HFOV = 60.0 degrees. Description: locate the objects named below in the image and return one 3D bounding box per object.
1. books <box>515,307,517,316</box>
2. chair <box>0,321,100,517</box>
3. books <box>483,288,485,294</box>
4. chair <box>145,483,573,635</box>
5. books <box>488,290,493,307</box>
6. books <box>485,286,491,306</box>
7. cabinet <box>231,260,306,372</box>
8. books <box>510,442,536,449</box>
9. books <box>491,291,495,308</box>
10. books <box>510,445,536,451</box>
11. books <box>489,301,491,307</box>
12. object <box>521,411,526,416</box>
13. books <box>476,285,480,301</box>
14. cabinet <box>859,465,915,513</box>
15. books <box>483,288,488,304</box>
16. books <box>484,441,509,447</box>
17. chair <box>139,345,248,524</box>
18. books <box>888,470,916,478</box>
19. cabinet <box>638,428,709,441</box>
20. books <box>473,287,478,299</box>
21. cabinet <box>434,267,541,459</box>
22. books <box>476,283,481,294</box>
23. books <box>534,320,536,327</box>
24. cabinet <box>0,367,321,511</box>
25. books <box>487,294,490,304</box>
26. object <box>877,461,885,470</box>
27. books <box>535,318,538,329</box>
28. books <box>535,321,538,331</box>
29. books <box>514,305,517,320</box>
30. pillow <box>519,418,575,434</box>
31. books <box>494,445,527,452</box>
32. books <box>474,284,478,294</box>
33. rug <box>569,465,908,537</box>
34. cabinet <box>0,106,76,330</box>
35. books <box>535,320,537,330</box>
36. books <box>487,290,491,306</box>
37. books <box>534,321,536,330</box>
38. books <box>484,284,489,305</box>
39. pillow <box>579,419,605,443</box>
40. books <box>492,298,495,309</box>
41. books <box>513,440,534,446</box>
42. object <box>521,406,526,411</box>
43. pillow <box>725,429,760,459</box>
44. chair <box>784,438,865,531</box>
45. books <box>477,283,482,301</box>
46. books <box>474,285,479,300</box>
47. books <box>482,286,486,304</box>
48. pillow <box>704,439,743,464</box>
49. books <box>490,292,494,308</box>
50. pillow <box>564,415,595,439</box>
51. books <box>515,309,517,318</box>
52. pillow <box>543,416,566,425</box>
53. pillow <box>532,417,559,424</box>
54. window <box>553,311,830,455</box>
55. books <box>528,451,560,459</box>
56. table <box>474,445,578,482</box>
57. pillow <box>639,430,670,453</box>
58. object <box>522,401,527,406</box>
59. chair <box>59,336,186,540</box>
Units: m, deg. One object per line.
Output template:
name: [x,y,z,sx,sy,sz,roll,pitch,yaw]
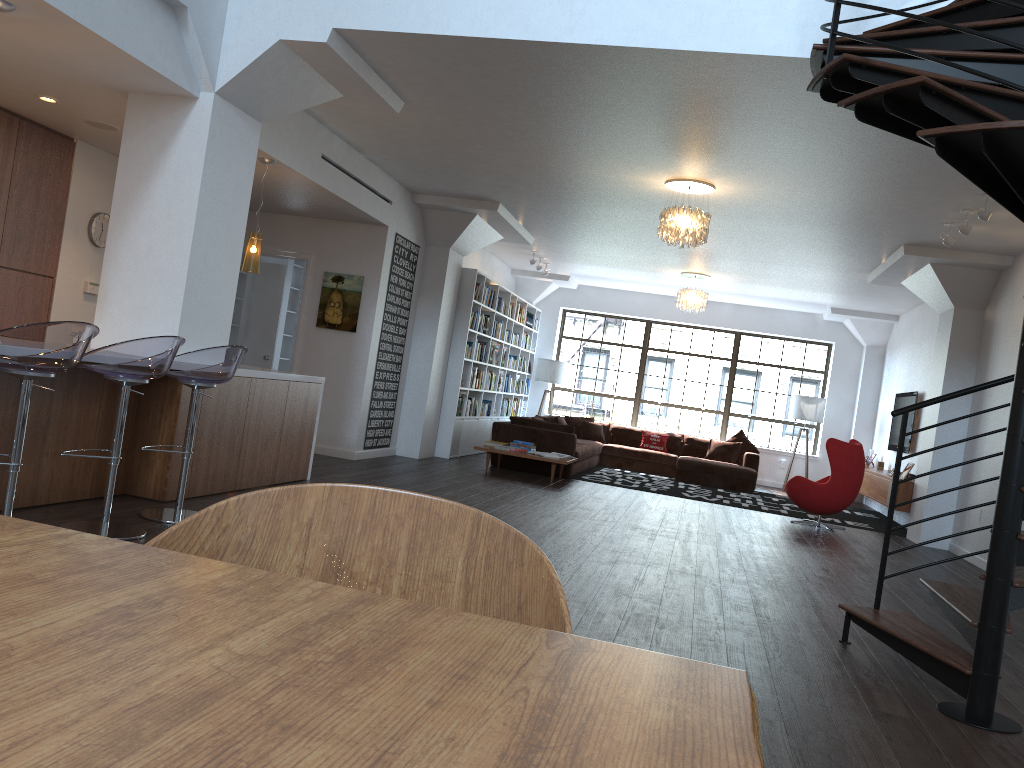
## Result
books: [-0.005,-1.138,13.752,0.140,0.298,0.044,9,0,12]
chair: [-2.107,0.206,3.788,0.481,1.014,0.530,9,0,10]
books: [-0.461,-1.173,11.719,0.161,0.222,0.084,9,0,12]
chair: [-0.268,0.568,1.085,0.629,0.833,0.618,9,0,7]
books: [-0.374,-1.174,12.091,0.182,0.253,0.098,9,0,12]
books: [-0.410,-1.199,11.993,0.197,0.290,0.136,9,0,12]
cabinet: [-3.214,-0.933,11.270,0.527,2.991,2.630,9,0,12]
books: [0.138,0.752,10.844,0.279,0.035,0.191,8,0,22]
books: [-0.339,-1.170,12.277,0.182,0.255,0.077,9,0,12]
books: [0.136,0.788,10.839,0.312,0.037,0.216,9,0,2]
books: [-0.374,-1.176,12.139,0.182,0.255,0.077,9,0,12]
object: [0.046,0.498,15.355,0.331,0.088,0.410,9,0,12]
books: [-0.512,-1.184,11.482,0.161,0.222,0.084,9,0,12]
cabinet: [5.043,1.367,12.173,0.459,0.350,4.501,9,0,12]
books: [-0.435,-1.180,11.844,0.174,0.242,0.105,9,0,12]
books: [-0.183,0.736,10.849,0.241,0.045,0.334,9,0,14]
chair: [-1.821,0.253,5.022,0.481,1.014,0.530,9,0,14]
books: [4.977,1.155,11.336,0.250,0.053,0.400,9,0,12]
cabinet: [2.760,1.174,15.128,1.520,0.625,0.350,9,0,12]
books: [-0.544,-1.182,11.387,0.167,0.210,0.162,9,0,12]
cabinet: [-0.360,-0.206,13.403,0.461,2.414,4.500,9,0,12]
books: [-0.511,-1.197,11.514,0.159,0.248,0.089,9,0,12]
books: [0.327,-1.026,15.352,0.134,0.184,0.030,9,0,12]
cabinet: [-2.543,0.249,5.227,0.898,0.796,4.493,9,0,12]
books: [-0.397,-1.162,12.029,0.161,0.222,0.083,9,0,12]
object: [5.337,1.181,12.832,0.089,0.110,0.089,9,0,-33]
books: [0.371,-1.042,15.530,0.140,0.231,0.042,9,0,12]
books: [0.364,-1.023,15.490,0.139,0.191,0.036,9,0,12]
books: [-0.037,-1.118,13.706,0.189,0.247,0.057,9,0,12]
pillow: [0.448,0.648,11.294,0.750,0.364,0.289,9,0,12]
books: [-0.018,0.765,10.461,0.236,0.035,0.340,8,0,37]
books: [-0.555,-1.187,11.297,0.182,0.215,0.188,9,0,12]
rug: [2.989,1.511,11.983,4.200,0.007,3.100,9,0,14]
cabinet: [-4.622,-0.918,4.776,0.598,2.499,5.299,9,0,12]
books: [0.353,-1.028,15.450,0.136,0.196,0.045,9,0,12]
books: [-0.384,-1.174,12.059,0.159,0.248,0.089,9,0,12]
books: [0.339,-1.021,15.375,0.128,0.178,0.021,9,0,12]
books: [-0.419,-1.202,11.931,0.176,0.293,0.125,9,0,12]
pillow: [1.295,0.767,14.399,0.489,0.337,0.238,9,0,-18]
books: [-0.334,-1.159,12.346,0.167,0.233,0.077,9,0,12]
books: [0.146,0.722,10.841,0.224,0.027,0.157,8,0,17]
object: [0.059,0.411,15.355,0.331,0.088,0.410,9,0,12]
pillow: [3.570,1.006,14.087,0.651,0.587,0.335,9,0,-9]
chair: [3.462,1.070,9.826,0.801,1.006,0.798,8,0,38]
books: [-0.500,-1.197,11.556,0.170,0.251,0.118,9,0,12]
books: [-0.522,-1.184,11.449,0.161,0.218,0.101,9,0,12]
books: [-0.449,-1.186,11.793,0.170,0.251,0.118,9,0,12]
pillow: [3.324,1.052,13.970,0.542,0.362,0.248,8,0,33]
books: [-0.360,-1.168,12.177,0.174,0.243,0.085,9,0,12]
pillow: [1.134,0.725,14.535,0.580,0.418,0.334,9,0,-14]
books: [-0.008,-1.093,13.798,0.144,0.207,0.048,9,0,12]
pillow: [0.670,0.667,12.980,0.325,0.391,0.625,8,0,29]
pillow: [0.474,0.610,11.562,0.269,0.411,0.559,9,0,-32]
window: [3.061,-0.056,15.664,4.648,1.905,0.114,9,0,12]
books: [0.369,0.821,10.366,0.231,0.040,0.342,9,0,-38]
table: [0.162,0.947,10.542,1.100,0.271,0.853,9,0,12]
pillow: [2.299,0.934,14.320,0.465,0.308,0.220,9,0,9]
object: [0.065,0.323,15.357,0.316,0.088,0.410,9,0,12]
chair: [-1.955,0.231,4.406,0.481,1.014,0.530,9,0,10]
